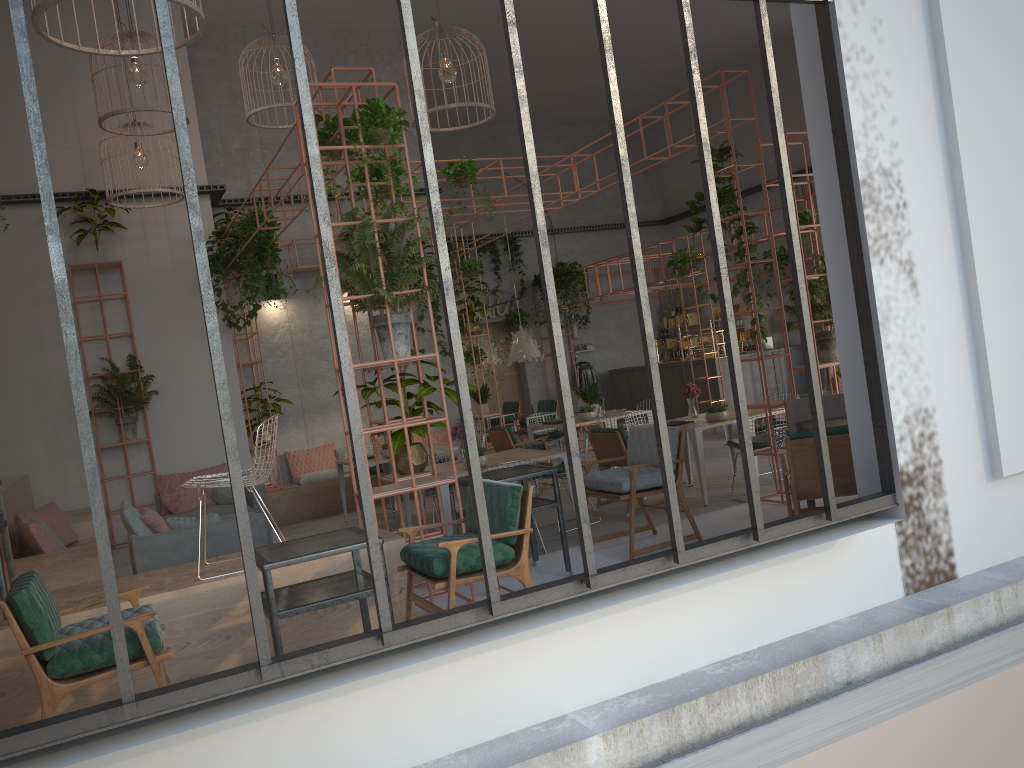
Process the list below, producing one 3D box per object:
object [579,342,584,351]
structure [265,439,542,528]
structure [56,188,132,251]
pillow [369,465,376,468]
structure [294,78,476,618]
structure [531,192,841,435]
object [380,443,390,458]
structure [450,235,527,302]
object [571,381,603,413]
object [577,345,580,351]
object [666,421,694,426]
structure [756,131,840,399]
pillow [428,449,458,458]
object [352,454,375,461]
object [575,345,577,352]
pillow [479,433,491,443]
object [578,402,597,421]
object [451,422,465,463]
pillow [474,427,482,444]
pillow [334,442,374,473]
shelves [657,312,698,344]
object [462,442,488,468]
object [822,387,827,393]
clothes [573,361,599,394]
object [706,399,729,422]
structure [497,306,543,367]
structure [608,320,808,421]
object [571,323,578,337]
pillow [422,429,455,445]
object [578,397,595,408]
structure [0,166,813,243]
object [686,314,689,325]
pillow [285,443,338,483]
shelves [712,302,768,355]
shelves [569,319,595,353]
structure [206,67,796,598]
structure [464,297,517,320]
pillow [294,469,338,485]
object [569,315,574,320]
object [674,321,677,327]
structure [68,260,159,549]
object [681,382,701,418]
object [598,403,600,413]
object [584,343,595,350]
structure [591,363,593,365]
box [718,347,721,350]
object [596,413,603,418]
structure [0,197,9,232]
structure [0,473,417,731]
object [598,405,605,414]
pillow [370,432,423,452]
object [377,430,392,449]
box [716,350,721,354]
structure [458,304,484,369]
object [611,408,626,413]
[{"bbox_3d":[1.662,-0.901,21.239,0.081,0.204,0.081,-9,2,-24],"label":"object"},{"bbox_3d":[-2.739,1.564,15.792,4.386,0.500,5.831,-9,2,-25],"label":"structure"},{"bbox_3d":[-5.262,-2.082,11.176,0.934,0.803,0.903,-7,2,37],"label":"structure"},{"bbox_3d":[-1.879,1.200,13.349,0.637,0.149,0.491,-9,2,-24],"label":"pillow"},{"bbox_3d":[-0.757,-0.241,5.985,0.748,3.623,0.722,-9,2,-25],"label":"structure"},{"bbox_3d":[5.290,-1.205,15.072,4.157,4.247,14.689,-9,2,-25],"label":"structure"},{"bbox_3d":[-1.503,0.785,10.929,0.248,0.247,0.254,-9,2,-25],"label":"object"},{"bbox_3d":[-0.581,-2.584,20.258,1.939,1.514,0.856,-9,2,-31],"label":"structure"},{"bbox_3d":[1.096,0.210,12.544,0.438,0.527,0.368,-9,2,-25],"label":"object"},{"bbox_3d":[1.592,-0.862,21.196,0.063,0.151,0.063,-10,2,-39],"label":"object"},{"bbox_3d":[1.820,0.448,9.976,0.268,0.031,0.427,-9,2,-25],"label":"object"},{"bbox_3d":[3.086,-0.691,8.921,0.624,3.602,0.424,-9,2,-25],"label":"structure"},{"bbox_3d":[-0.968,1.053,13.776,0.637,0.149,0.491,-9,2,-24],"label":"pillow"},{"bbox_3d":[-1.895,0.942,11.308,0.268,0.031,0.427,-9,2,-25],"label":"object"},{"bbox_3d":[1.524,-0.859,21.188,0.055,0.164,0.092,-9,2,-6],"label":"object"},{"bbox_3d":[-0.465,0.938,15.248,0.491,0.149,0.637,-9,2,-24],"label":"pillow"},{"bbox_3d":[1.027,0.376,12.114,0.248,0.247,0.254,-9,2,-25],"label":"object"},{"bbox_3d":[-0.518,0.600,9.157,0.213,0.414,0.225,-9,2,-32],"label":"object"},{"bbox_3d":[-0.826,0.813,14.968,0.276,0.474,0.839,-10,2,-34],"label":"pillow"},{"bbox_3d":[-2.366,1.127,13.570,0.666,0.385,0.289,-9,2,-29],"label":"pillow"},{"bbox_3d":[4.176,-0.762,21.405,0.328,1.838,1.750,-9,2,-25],"label":"shelves"},{"bbox_3d":[-0.357,0.680,8.448,0.247,0.247,0.252,-9,2,-25],"label":"object"},{"bbox_3d":[5.349,0.142,15.398,0.199,0.145,0.156,-9,2,-10],"label":"object"},{"bbox_3d":[1.792,-0.050,21.247,0.625,0.997,0.366,-10,2,-45],"label":"clothes"},{"bbox_3d":[2.212,0.291,9.597,0.247,0.247,0.252,-9,2,-25],"label":"object"},{"bbox_3d":[0.092,-1.211,20.734,0.950,1.527,0.921,-9,2,-26],"label":"structure"},{"bbox_3d":[4.320,-0.371,19.774,2.579,2.022,4.057,-9,2,-25],"label":"structure"},{"bbox_3d":[1.487,-1.294,21.171,0.136,0.336,0.145,-9,2,-11],"label":"object"},{"bbox_3d":[-1.217,0.941,14.108,0.666,0.385,0.289,-9,2,-29],"label":"pillow"},{"bbox_3d":[1.082,0.322,12.872,0.241,0.313,0.241,-8,2,20],"label":"object"},{"bbox_3d":[0.274,-3.286,12.532,15.603,0.110,15.203,-9,2,-25],"label":"structure"},{"bbox_3d":[4.190,-1.533,21.091,0.137,0.261,0.137,-8,2,11],"label":"object"},{"bbox_3d":[-2.957,1.173,13.318,0.839,0.474,0.276,-10,2,-34],"label":"pillow"},{"bbox_3d":[4.980,-0.836,19.663,0.328,1.838,1.750,-9,2,-25],"label":"shelves"},{"bbox_3d":[1.683,-1.162,21.242,0.560,0.790,0.186,-9,2,-25],"label":"shelves"},{"bbox_3d":[-2.222,-0.602,13.332,4.501,4.345,14.096,-9,2,-26],"label":"structure"},{"bbox_3d":[-0.507,-1.751,20.375,1.312,0.505,0.063,-9,2,-25],"label":"structure"},{"bbox_3d":[-2.819,1.352,12.909,0.637,0.149,0.491,-9,2,-24],"label":"pillow"},{"bbox_3d":[1.439,-1.594,21.154,0.133,0.145,0.133,-8,2,27],"label":"object"},{"bbox_3d":[3.983,-1.451,21.410,0.123,0.142,0.141,-9,2,-25],"label":"object"},{"bbox_3d":[-5.038,0.251,11.337,0.624,3.596,0.424,-9,2,-25],"label":"structure"},{"bbox_3d":[2.110,0.188,10.388,0.213,0.414,0.225,-9,2,-32],"label":"object"},{"bbox_3d":[1.179,0.376,13.003,0.165,0.154,0.210,-10,2,-35],"label":"object"},{"bbox_3d":[1.859,-0.899,21.330,0.219,0.149,0.129,-9,2,-25],"label":"object"},{"bbox_3d":[1.914,-0.482,21.413,0.066,0.044,0.019,-9,2,-25],"label":"structure"},{"bbox_3d":[4.702,-0.819,20.079,0.058,0.093,0.122,-9,2,-14],"label":"box"},{"bbox_3d":[1.212,0.430,12.370,0.115,0.078,0.115,-9,2,-19],"label":"object"},{"bbox_3d":[-4.784,-1.874,7.577,0.670,1.290,1.434,-9,2,-25],"label":"structure"},{"bbox_3d":[-3.277,1.358,7.422,3.396,1.111,9.152,-9,2,-25],"label":"structure"},{"bbox_3d":[1.302,0.375,12.824,0.095,0.119,0.095,-9,2,-1],"label":"object"},{"bbox_3d":[-1.792,0.986,13.817,0.839,0.474,0.276,-9,2,-4],"label":"pillow"},{"bbox_3d":[-1.666,0.705,11.643,0.213,0.414,0.225,-9,2,-32],"label":"object"},{"bbox_3d":[4.681,-0.721,20.062,0.058,0.093,0.122,-9,2,-25],"label":"box"},{"bbox_3d":[-1.077,-1.041,20.141,0.921,1.527,0.950,-8,2,9],"label":"structure"},{"bbox_3d":[1.547,0.379,12.811,0.218,0.041,0.218,-9,2,-16],"label":"object"}]
